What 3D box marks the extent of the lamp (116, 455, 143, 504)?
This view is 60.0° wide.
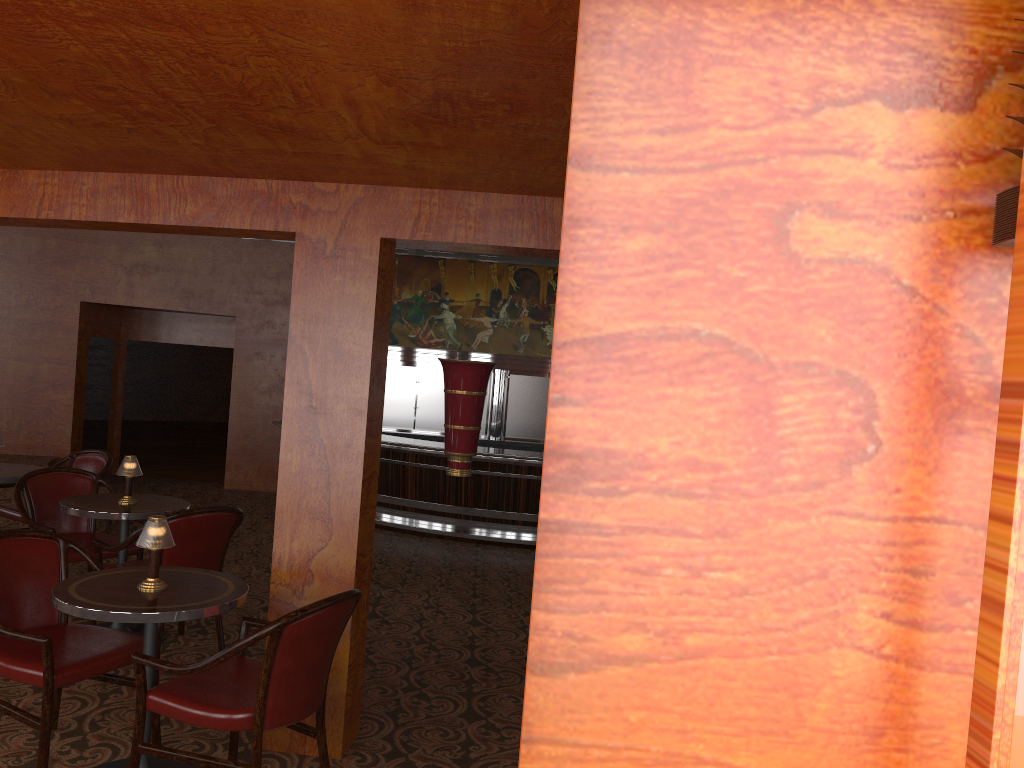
[{"bbox_3d":[-2.032,0.505,4.707,0.130,0.250,0.130,5,1,20],"label":"lamp"}]

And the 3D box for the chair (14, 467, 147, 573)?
[{"bbox_3d":[-2.444,0.907,4.963,0.615,0.817,0.588,6,2,38],"label":"chair"}]

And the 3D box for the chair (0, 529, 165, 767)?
[{"bbox_3d":[-1.703,0.988,3.284,0.615,0.817,0.588,5,1,23],"label":"chair"}]

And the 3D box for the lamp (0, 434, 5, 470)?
[{"bbox_3d":[-3.196,0.403,5.455,0.130,0.250,0.130,5,1,6],"label":"lamp"}]

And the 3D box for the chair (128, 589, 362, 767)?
[{"bbox_3d":[-0.859,1.059,2.981,0.615,0.817,0.588,5,1,23],"label":"chair"}]

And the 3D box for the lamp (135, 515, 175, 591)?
[{"bbox_3d":[-1.251,0.588,3.107,0.130,0.250,0.130,4,2,-35],"label":"lamp"}]

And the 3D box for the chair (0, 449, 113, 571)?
[{"bbox_3d":[-3.020,0.850,5.865,0.587,0.817,0.615,5,2,33],"label":"chair"}]

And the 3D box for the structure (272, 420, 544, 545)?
[{"bbox_3d":[0.467,1.340,11.405,7.810,1.047,3.206,5,1,-2],"label":"structure"}]

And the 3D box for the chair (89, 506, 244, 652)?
[{"bbox_3d":[-1.706,0.973,4.450,0.615,0.817,0.588,6,2,38],"label":"chair"}]

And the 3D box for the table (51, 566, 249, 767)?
[{"bbox_3d":[-1.285,1.072,3.123,0.639,0.720,0.640,5,1,28],"label":"table"}]

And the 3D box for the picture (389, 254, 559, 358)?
[{"bbox_3d":[0.610,-1.038,12.957,6.254,1.323,0.001,5,2,-2],"label":"picture"}]

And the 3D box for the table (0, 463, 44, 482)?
[{"bbox_3d":[-3.236,0.886,5.473,0.640,0.720,0.639,4,1,-12],"label":"table"}]

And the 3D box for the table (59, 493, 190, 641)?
[{"bbox_3d":[-2.076,0.988,4.718,0.639,0.720,0.640,5,1,25],"label":"table"}]
